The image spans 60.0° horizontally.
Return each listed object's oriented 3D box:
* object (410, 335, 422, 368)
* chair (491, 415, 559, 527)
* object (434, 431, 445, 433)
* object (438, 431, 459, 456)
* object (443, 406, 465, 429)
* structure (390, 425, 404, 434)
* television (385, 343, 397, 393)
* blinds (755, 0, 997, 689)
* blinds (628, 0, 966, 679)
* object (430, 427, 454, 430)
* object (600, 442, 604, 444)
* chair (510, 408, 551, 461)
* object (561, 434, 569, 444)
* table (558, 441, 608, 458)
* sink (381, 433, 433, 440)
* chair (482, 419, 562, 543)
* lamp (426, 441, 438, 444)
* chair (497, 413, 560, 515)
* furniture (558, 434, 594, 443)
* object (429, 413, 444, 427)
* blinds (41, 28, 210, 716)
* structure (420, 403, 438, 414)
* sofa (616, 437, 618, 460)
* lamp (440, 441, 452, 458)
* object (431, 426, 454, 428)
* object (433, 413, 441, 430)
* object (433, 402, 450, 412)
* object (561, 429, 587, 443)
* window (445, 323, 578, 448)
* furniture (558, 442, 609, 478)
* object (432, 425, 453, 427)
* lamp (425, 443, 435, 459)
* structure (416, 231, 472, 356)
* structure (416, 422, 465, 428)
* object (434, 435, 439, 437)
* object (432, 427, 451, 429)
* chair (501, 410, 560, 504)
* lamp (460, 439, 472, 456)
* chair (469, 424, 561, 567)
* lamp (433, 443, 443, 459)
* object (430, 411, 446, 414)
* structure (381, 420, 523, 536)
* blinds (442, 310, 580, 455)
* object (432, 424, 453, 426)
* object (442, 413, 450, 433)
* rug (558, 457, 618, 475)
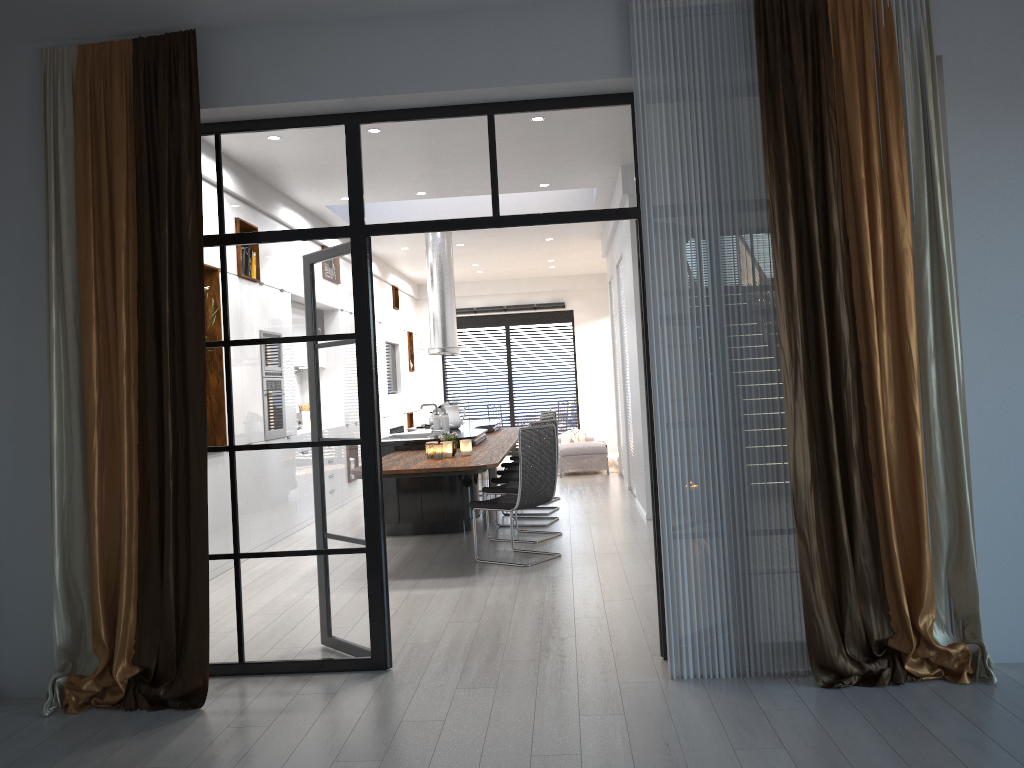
[{"bbox_3d":[-1.827,-0.552,15.935,0.480,0.627,0.315,-3,-1,-6],"label":"object"},{"bbox_3d":[0.118,0.832,8.578,0.536,1.019,0.471,-4,-1,18],"label":"chair"},{"bbox_3d":[-0.685,0.460,8.344,0.111,0.023,0.111,-3,0,16],"label":"object"},{"bbox_3d":[-0.501,0.476,7.116,0.151,0.206,0.157,-4,-1,20],"label":"object"},{"bbox_3d":[-0.647,0.370,9.833,0.211,0.254,0.183,-4,-1,38],"label":"object"},{"bbox_3d":[-1.949,0.961,14.307,0.221,0.516,1.203,-3,0,3],"label":"structure"},{"bbox_3d":[-2.007,-0.249,14.339,0.050,0.806,1.187,-3,-1,3],"label":"television"},{"bbox_3d":[1.536,-0.269,3.809,0.810,3.047,0.254,-3,-2,4],"label":"blinds"},{"bbox_3d":[1.257,-0.246,3.927,1.301,3.070,0.052,-3,-2,4],"label":"blinds"},{"bbox_3d":[-0.749,0.487,9.556,0.264,0.033,0.264,-3,0,40],"label":"object"},{"bbox_3d":[1.314,0.917,13.790,0.281,0.032,0.533,-3,0,16],"label":"object"},{"bbox_3d":[0.248,0.828,11.069,0.536,1.019,0.470,-3,-1,3],"label":"chair"},{"bbox_3d":[0.824,0.867,13.815,0.110,0.183,0.119,-3,-1,9],"label":"object"},{"bbox_3d":[0.981,1.126,13.930,1.000,0.350,1.000,-3,0,3],"label":"table"},{"bbox_3d":[-1.007,0.588,8.759,0.485,0.153,0.738,-3,0,3],"label":"sink"},{"bbox_3d":[0.079,0.833,7.760,0.536,1.019,0.471,-4,-2,33],"label":"chair"},{"bbox_3d":[-0.633,0.524,7.056,0.095,0.124,0.095,-3,-1,20],"label":"lamp"},{"bbox_3d":[0.160,0.831,9.295,0.536,1.019,0.471,-4,-1,18],"label":"chair"},{"bbox_3d":[1.062,1.068,15.130,0.699,0.460,0.699,-3,-1,3],"label":"furniture"},{"bbox_3d":[-0.848,0.422,10.184,0.211,0.174,0.211,-3,-1,10],"label":"object"},{"bbox_3d":[-1.755,-0.089,4.007,0.811,3.047,0.254,-3,-2,3],"label":"blinds"},{"bbox_3d":[-0.812,0.350,8.726,0.177,0.310,0.089,-3,-1,3],"label":"structure"},{"bbox_3d":[2.110,0.826,13.665,0.898,0.826,2.092,-3,0,3],"label":"sofa"},{"bbox_3d":[-0.514,0.517,6.978,0.095,0.124,0.095,-3,-1,-4],"label":"lamp"},{"bbox_3d":[-0.750,0.474,9.557,0.264,0.033,0.264,-3,0,40],"label":"object"},{"bbox_3d":[-0.719,0.390,8.493,0.071,0.219,0.071,-2,-2,-33],"label":"object"},{"bbox_3d":[-0.872,0.327,11.054,0.249,0.212,0.256,-4,-1,39],"label":"object"},{"bbox_3d":[1.069,0.941,15.081,0.417,0.355,0.761,-3,0,11],"label":"object"},{"bbox_3d":[2.939,-1.432,17.343,8.565,5.065,0.462,-3,-2,2],"label":"window"},{"bbox_3d":[1.001,1.069,12.818,0.699,0.460,0.699,-3,-1,-2],"label":"furniture"},{"bbox_3d":[-0.751,0.459,9.557,0.229,0.016,0.229,-3,0,0],"label":"object"},{"bbox_3d":[-0.637,0.527,6.950,0.078,0.120,0.078,-3,-1,-14],"label":"lamp"},{"bbox_3d":[-0.886,-1.155,11.110,0.695,1.609,1.043,-3,-1,2],"label":"structure"},{"bbox_3d":[-0.881,0.500,11.053,0.502,0.026,0.811,-3,0,3],"label":"structure"},{"bbox_3d":[-0.684,0.486,8.344,0.111,0.023,0.111,-3,0,16],"label":"object"},{"bbox_3d":[-0.750,0.480,9.557,0.264,0.033,0.264,-3,0,40],"label":"object"},{"bbox_3d":[0.204,0.829,10.107,0.536,1.019,0.471,-4,-1,23],"label":"chair"},{"bbox_3d":[-0.368,0.509,7.085,0.095,0.124,0.095,-4,-1,36],"label":"lamp"},{"bbox_3d":[0.015,0.835,6.825,0.536,1.019,0.471,-4,-2,38],"label":"chair"},{"bbox_3d":[-0.569,0.523,6.881,0.078,0.120,0.078,-3,-1,-14],"label":"lamp"},{"bbox_3d":[-0.860,0.413,11.054,0.253,0.147,0.265,-3,-1,-44],"label":"object"},{"bbox_3d":[-0.613,0.939,8.946,1.377,0.887,5.638,-3,0,3],"label":"structure"},{"bbox_3d":[-0.026,0.000,17.136,2.584,2.722,0.358,-3,-2,3],"label":"blinds"},{"bbox_3d":[-0.752,0.449,9.557,0.229,0.016,0.229,-3,0,0],"label":"object"},{"bbox_3d":[-0.636,0.385,8.497,0.071,0.219,0.071,-4,-2,29],"label":"object"},{"bbox_3d":[0.852,1.297,13.989,1.623,0.020,2.519,-3,0,3],"label":"rug"}]
